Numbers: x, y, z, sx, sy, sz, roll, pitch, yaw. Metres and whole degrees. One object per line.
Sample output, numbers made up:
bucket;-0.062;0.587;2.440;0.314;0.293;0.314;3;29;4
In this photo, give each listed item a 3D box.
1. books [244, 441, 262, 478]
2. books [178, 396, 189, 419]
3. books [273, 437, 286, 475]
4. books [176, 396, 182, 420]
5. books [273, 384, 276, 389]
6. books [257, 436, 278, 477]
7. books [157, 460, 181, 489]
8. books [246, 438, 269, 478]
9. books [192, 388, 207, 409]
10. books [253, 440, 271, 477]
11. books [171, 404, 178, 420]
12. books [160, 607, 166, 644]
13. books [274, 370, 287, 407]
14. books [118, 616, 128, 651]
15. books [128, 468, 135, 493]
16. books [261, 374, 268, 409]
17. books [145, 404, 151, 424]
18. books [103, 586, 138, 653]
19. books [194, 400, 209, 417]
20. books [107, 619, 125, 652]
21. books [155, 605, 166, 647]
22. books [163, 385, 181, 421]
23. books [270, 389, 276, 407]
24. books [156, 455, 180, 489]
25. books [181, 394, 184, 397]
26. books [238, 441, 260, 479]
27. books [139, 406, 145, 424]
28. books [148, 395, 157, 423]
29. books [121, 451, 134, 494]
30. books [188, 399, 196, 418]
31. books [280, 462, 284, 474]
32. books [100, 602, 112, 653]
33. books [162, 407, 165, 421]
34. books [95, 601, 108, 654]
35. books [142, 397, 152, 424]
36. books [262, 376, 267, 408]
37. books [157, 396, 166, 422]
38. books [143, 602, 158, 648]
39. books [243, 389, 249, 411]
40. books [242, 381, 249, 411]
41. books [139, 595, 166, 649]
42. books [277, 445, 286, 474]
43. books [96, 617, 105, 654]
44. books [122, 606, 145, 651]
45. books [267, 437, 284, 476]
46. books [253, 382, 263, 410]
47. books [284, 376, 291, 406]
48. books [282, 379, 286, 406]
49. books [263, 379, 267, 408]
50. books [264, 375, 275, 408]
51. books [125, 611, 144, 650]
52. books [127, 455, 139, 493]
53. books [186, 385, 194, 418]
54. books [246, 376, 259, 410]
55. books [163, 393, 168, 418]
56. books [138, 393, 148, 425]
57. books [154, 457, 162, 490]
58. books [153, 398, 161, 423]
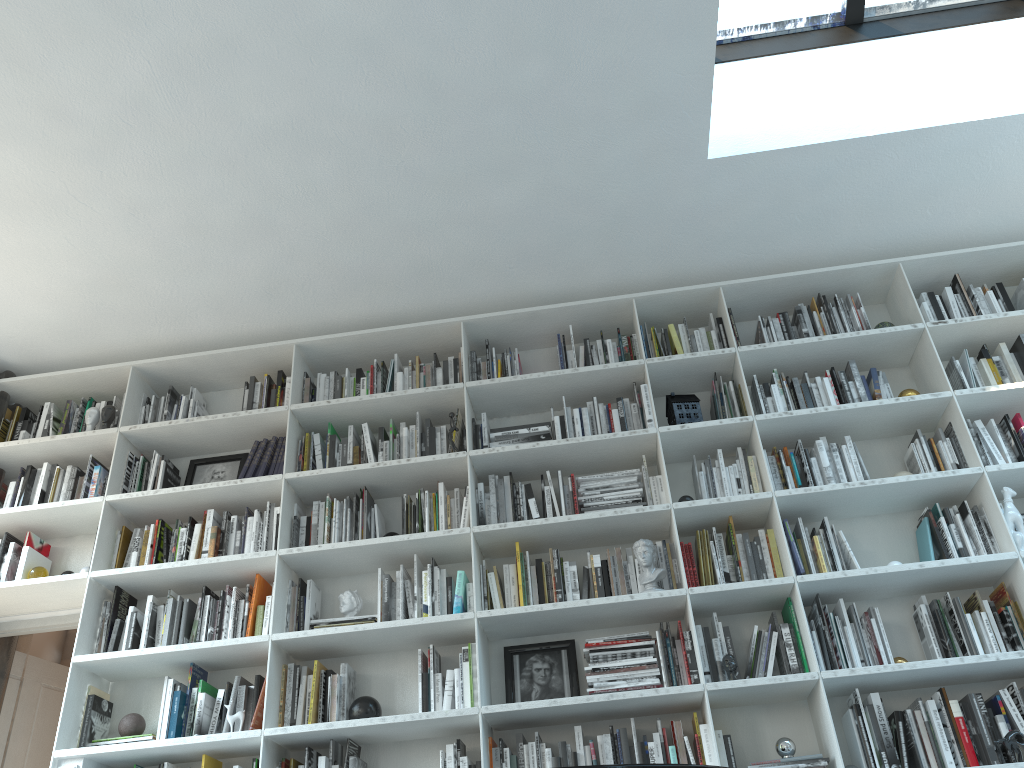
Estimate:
books;-1.224;0.440;4.264;0.110;0.278;0.175;-7;-33;4
books;-1.627;0.196;4.454;0.021;0.212;0.174;-7;-33;4
books;-1.094;0.421;4.262;0.078;0.284;0.175;-7;-33;4
books;-1.643;0.199;4.462;0.013;0.218;0.182;-7;-33;4
books;-1.183;0.141;4.462;0.013;0.253;0.130;-7;-33;4
books;-1.152;0.417;4.243;0.097;0.281;0.175;-7;-33;4
books;-1.648;0.503;4.253;0.012;0.212;0.186;-7;-33;4
books;-1.204;0.427;4.247;0.110;0.278;0.175;-7;-33;4
books;-1.601;0.177;4.501;0.015;0.291;0.131;-7;-33;4
books;-1.179;0.434;4.261;0.110;0.278;0.175;-7;-33;4
books;-1.673;0.221;4.458;0.026;0.181;0.162;-7;-33;4
books;-1.485;1.099;3.860;0.014;0.228;0.149;-7;-33;4
books;-1.144;0.098;4.441;0.025;0.295;0.164;-7;-33;4
books;-1.664;1.135;3.874;0.042;0.207;0.144;-7;-33;4
books;-1.802;0.537;4.276;0.015;0.205;0.173;-7;-33;4
books;-1.232;0.118;4.481;0.014;0.319;0.137;-7;-33;4
books;-1.810;0.231;4.481;0.032;0.209;0.159;-7;-33;4
books;-1.719;1.076;3.891;0.012;0.332;0.185;-7;-33;4
books;-1.572;0.204;4.470;0.013;0.209;0.137;-7;-33;4
books;-1.689;1.140;3.853;0.037;0.181;0.190;-7;-33;4
books;-1.514;1.108;3.882;0.049;0.241;0.140;-7;-33;4
books;-1.699;0.173;4.470;0.015;0.278;0.191;-7;-33;4
books;-1.165;0.152;4.423;0.027;0.189;0.178;-7;-33;4
books;-1.661;0.492;4.272;0.012;0.253;0.167;-7;-33;4
books;-1.655;0.192;4.480;0.013;0.251;0.130;-7;-33;4
books;-1.248;0.438;4.258;0.110;0.278;0.175;-7;-33;4
books;-1.842;0.235;4.477;0.017;0.203;0.143;-7;-33;4
books;-1.790;0.208;4.484;0.012;0.248;0.181;-7;-33;4
books;-1.832;0.496;4.291;0.005;0.291;0.185;-7;-33;4
books;-1.586;0.204;4.460;0.014;0.200;0.171;-7;-33;4
books;-1.051;0.405;4.243;0.078;0.284;0.175;-7;-33;4
books;-1.736;1.109;3.876;0.027;0.264;0.177;-7;-33;4
books;-1.728;0.230;4.474;0.014;0.191;0.147;-7;-33;4
books;-1.775;1.120;3.906;0.012;0.283;0.160;-7;-33;4
books;-1.831;0.214;4.496;0.007;0.257;0.157;-7;-33;4
books;-1.220;0.123;4.458;0.013;0.282;0.167;-7;-33;4
books;-1.746;0.206;4.481;0.016;0.241;0.157;-7;-33;4
books;-1.547;1.098;3.865;0.011;0.244;0.177;-7;-33;4
books;-1.304;0.158;4.441;0.028;0.217;0.154;-7;-33;4
books;-1.324;0.143;4.469;0.013;0.276;0.151;-7;-33;4
books;-1.564;1.090;3.883;0.023;0.279;0.175;-7;-33;4
books;-1.072;0.415;4.256;0.078;0.284;0.175;-7;-33;4
books;-1.755;1.144;3.876;0.026;0.208;0.156;-7;-33;4
books;-1.635;1.111;3.866;0.022;0.234;0.178;-7;-33;4
books;-1.117;0.421;4.259;0.078;0.284;0.175;-7;-33;4
books;-1.254;0.136;4.441;0.028;0.247;0.156;-7;-33;4
books;-1.092;0.115;4.435;0.031;0.253;0.179;-7;-33;4
books;-1.117;0.123;4.449;0.022;0.259;0.153;-7;-33;4
books;-1.209;0.124;4.441;0.010;0.262;0.157;-7;-33;4
books;-1.199;0.118;4.444;0.011;0.273;0.184;-7;-33;4
books;-1.611;1.116;3.847;0.028;0.202;0.189;-7;-33;4
books;-1.816;0.503;4.296;0.006;0.285;0.149;-7;-33;4
books;-1.613;0.169;4.494;0.007;0.299;0.146;-7;-33;4
books;-1.281;0.127;4.452;0.024;0.278;0.189;-7;-33;4
books;-1.718;0.193;4.481;0.016;0.259;0.155;-7;-33;4
books;-1.855;0.207;4.507;0.007;0.283;0.160;-7;-33;4
books;-1.672;0.497;4.272;0.011;0.248;0.169;-7;-33;4
books;-1.760;0.213;4.473;0.013;0.223;0.178;-7;-33;4
